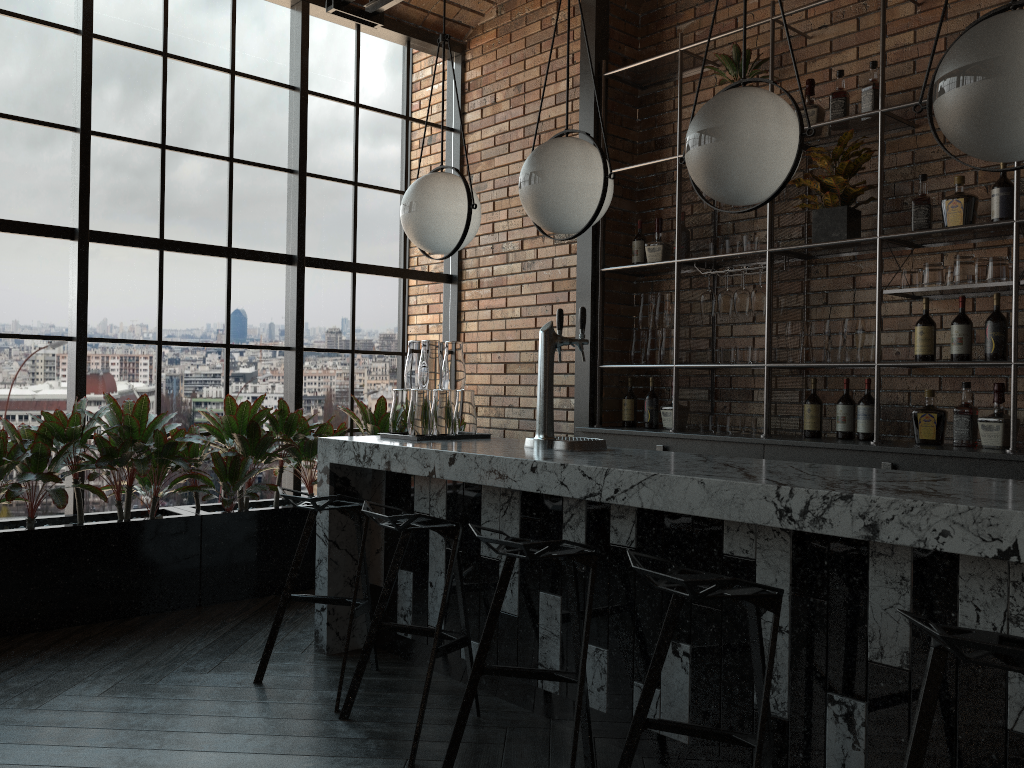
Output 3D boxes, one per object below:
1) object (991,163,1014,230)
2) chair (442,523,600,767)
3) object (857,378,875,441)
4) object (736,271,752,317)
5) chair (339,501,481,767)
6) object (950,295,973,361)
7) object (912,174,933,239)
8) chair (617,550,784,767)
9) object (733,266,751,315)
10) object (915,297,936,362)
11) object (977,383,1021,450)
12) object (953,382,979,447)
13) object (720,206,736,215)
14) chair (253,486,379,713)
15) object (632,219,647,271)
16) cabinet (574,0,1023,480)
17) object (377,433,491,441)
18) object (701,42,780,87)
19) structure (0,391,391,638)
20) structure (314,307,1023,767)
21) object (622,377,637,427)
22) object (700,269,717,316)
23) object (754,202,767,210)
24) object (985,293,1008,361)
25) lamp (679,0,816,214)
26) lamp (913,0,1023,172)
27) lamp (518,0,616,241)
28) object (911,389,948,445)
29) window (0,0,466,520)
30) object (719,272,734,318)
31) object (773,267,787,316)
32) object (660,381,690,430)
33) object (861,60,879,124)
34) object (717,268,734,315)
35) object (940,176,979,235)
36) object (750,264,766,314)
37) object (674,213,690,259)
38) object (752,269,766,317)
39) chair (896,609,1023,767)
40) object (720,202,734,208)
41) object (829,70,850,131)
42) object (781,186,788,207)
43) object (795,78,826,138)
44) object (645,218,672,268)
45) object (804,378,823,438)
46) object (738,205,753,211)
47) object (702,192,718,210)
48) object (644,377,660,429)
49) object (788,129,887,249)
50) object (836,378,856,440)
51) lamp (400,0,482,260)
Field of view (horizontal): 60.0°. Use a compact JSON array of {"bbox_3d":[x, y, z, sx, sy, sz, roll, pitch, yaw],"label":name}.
[{"bbox_3d":[2.086,-0.808,3.767,0.086,0.298,0.086,1,0,7],"label":"object"},{"bbox_3d":[0.102,0.767,2.497,0.475,0.737,0.414,1,0,43],"label":"chair"},{"bbox_3d":[1.679,0.120,4.189,0.086,0.298,0.086,1,0,7],"label":"object"},{"bbox_3d":[1.250,-0.483,4.779,0.092,0.244,0.092,1,0,-36],"label":"object"},{"bbox_3d":[-0.275,0.762,2.916,0.414,0.737,0.475,1,0,-37],"label":"chair"},{"bbox_3d":[1.978,-0.240,3.900,0.086,0.298,0.086,1,0,7],"label":"object"},{"bbox_3d":[1.853,-0.804,4.004,0.083,0.282,0.083,1,0,33],"label":"object"},{"bbox_3d":[0.490,0.772,2.065,0.414,0.737,0.475,1,0,-32],"label":"chair"},{"bbox_3d":[1.193,-0.485,4.595,0.092,0.244,0.092,1,0,-36],"label":"object"},{"bbox_3d":[1.862,-0.240,3.991,0.086,0.299,0.086,1,0,7],"label":"object"},{"bbox_3d":[2.054,0.135,3.740,0.123,0.279,0.123,1,0,-28],"label":"object"},{"bbox_3d":[1.971,0.132,3.852,0.083,0.282,0.083,1,0,-42],"label":"object"},{"bbox_3d":[1.186,-1.057,4.863,0.092,0.244,0.092,1,0,-36],"label":"object"},{"bbox_3d":[-0.657,0.757,3.341,0.475,0.737,0.414,1,0,38],"label":"chair"},{"bbox_3d":[0.759,-0.827,5.269,0.086,0.298,0.086,1,0,7],"label":"object"},{"bbox_3d":[1.634,-0.659,4.186,0.564,3.779,7.075,1,0,-42],"label":"cabinet"},{"bbox_3d":[-0.331,0.225,3.859,0.437,0.019,0.273,1,0,-42],"label":"object"},{"bbox_3d":[1.234,-1.520,4.748,0.377,0.554,0.422,1,0,36],"label":"object"},{"bbox_3d":[-1.675,0.578,4.566,4.107,1.072,0.757,1,0,-43],"label":"structure"},{"bbox_3d":[1.681,0.448,2.406,1.930,1.430,5.346,1,0,-42],"label":"structure"},{"bbox_3d":[0.701,0.108,5.274,0.086,0.299,0.086,1,0,7],"label":"object"},{"bbox_3d":[1.053,-0.487,4.750,0.092,0.244,0.092,1,0,-36],"label":"object"},{"bbox_3d":[1.325,-1.055,4.707,0.092,0.244,0.092,1,0,-36],"label":"object"},{"bbox_3d":[2.059,-0.239,3.768,0.086,0.297,0.086,1,0,7],"label":"object"},{"bbox_3d":[0.694,-1.384,2.625,0.340,1.754,0.340,1,0,4],"label":"lamp"},{"bbox_3d":[1.184,-1.377,2.080,0.340,1.754,0.340,1,0,4],"label":"lamp"},{"bbox_3d":[0.204,-1.390,3.170,0.340,1.754,0.340,1,0,4],"label":"lamp"},{"bbox_3d":[1.867,0.148,3.967,0.151,0.248,0.094,1,0,37],"label":"object"},{"bbox_3d":[-6.417,-0.856,0.814,16.179,3.253,0.168,1,0,-42],"label":"window"},{"bbox_3d":[1.176,-0.484,4.861,0.092,0.244,0.092,1,0,-36],"label":"object"},{"bbox_3d":[1.385,-0.482,4.628,0.092,0.244,0.092,1,0,-36],"label":"object"},{"bbox_3d":[0.919,0.120,5.002,0.123,0.279,0.123,1,0,-28],"label":"object"},{"bbox_3d":[1.704,-1.379,4.184,0.083,0.282,0.083,1,0,-27],"label":"object"},{"bbox_3d":[1.127,-0.486,4.669,0.092,0.244,0.092,1,0,-36],"label":"object"},{"bbox_3d":[1.960,-0.785,3.885,0.094,0.248,0.151,1,0,-38],"label":"object"},{"bbox_3d":[1.262,-0.484,4.518,0.092,0.244,0.092,1,0,-36],"label":"object"},{"bbox_3d":[0.961,-0.825,5.002,0.086,0.299,0.086,1,0,7],"label":"object"},{"bbox_3d":[1.316,-0.482,4.705,0.092,0.244,0.092,1,0,-36],"label":"object"},{"bbox_3d":[0.918,0.778,1.589,0.475,0.737,0.414,1,0,43],"label":"chair"},{"bbox_3d":[1.137,-1.059,4.671,0.092,0.244,0.092,1,0,-36],"label":"object"},{"bbox_3d":[1.592,-1.381,4.308,0.083,0.282,0.083,1,0,33],"label":"object"},{"bbox_3d":[1.395,-1.054,4.630,0.092,0.244,0.092,1,0,-36],"label":"object"},{"bbox_3d":[1.488,-1.380,4.426,0.123,0.279,0.123,1,0,37],"label":"object"},{"bbox_3d":[0.845,-0.815,5.106,0.123,0.279,0.123,1,0,37],"label":"object"},{"bbox_3d":[1.494,0.118,4.393,0.086,0.299,0.086,1,0,7],"label":"object"},{"bbox_3d":[1.259,-1.056,4.781,0.092,0.244,0.092,1,0,-36],"label":"object"},{"bbox_3d":[1.063,-1.060,4.752,0.092,0.244,0.092,1,0,-36],"label":"object"},{"bbox_3d":[0.806,0.108,5.111,0.086,0.297,0.086,1,0,-8],"label":"object"},{"bbox_3d":[1.579,-0.928,4.271,0.425,0.526,0.430,1,0,-30],"label":"object"},{"bbox_3d":[1.618,0.119,4.293,0.086,0.298,0.086,1,0,7],"label":"object"},{"bbox_3d":[-0.286,-1.396,3.714,0.340,1.754,0.340,1,0,4],"label":"lamp"}]
